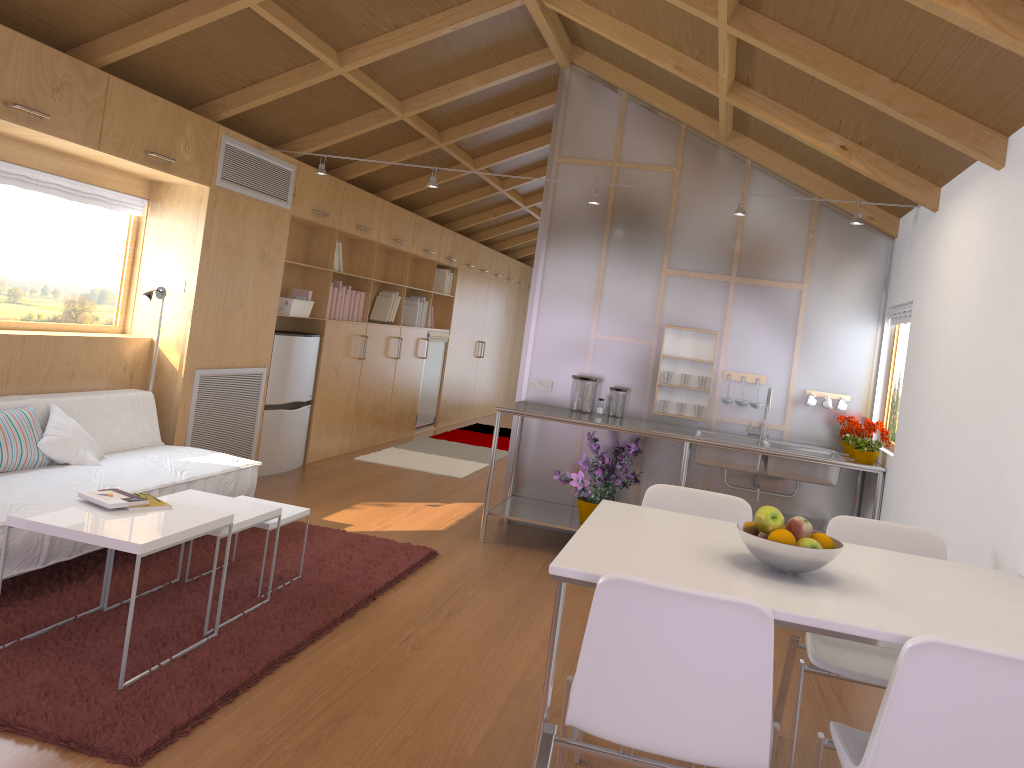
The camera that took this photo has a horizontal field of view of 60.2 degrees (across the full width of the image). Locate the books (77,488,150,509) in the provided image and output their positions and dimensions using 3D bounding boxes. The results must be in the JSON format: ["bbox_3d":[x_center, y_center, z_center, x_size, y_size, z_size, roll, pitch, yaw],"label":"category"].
[{"bbox_3d":[-1.385,0.396,3.070,0.194,0.016,0.152,10,4,33],"label":"books"}]

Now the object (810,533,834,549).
[{"bbox_3d":[0.759,0.401,2.180,0.067,0.066,0.068,7,2,-33],"label":"object"}]

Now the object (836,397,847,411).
[{"bbox_3d":[1.943,0.118,5.206,0.059,0.080,0.062,8,1,13],"label":"object"}]

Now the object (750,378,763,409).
[{"bbox_3d":[1.472,0.057,5.297,0.075,0.183,0.074,8,0,45],"label":"object"}]

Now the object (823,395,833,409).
[{"bbox_3d":[1.866,0.108,5.219,0.059,0.081,0.062,8,1,20],"label":"object"}]

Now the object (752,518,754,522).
[{"bbox_3d":[1.207,0.846,4.975,0.299,0.159,0.414,8,3,13],"label":"object"}]

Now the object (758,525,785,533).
[{"bbox_3d":[0.663,0.369,2.263,0.067,0.067,0.068,7,2,-11],"label":"object"}]

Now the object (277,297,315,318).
[{"bbox_3d":[-1.595,-0.554,6.371,0.203,0.122,0.349,8,3,13],"label":"object"}]

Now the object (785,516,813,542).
[{"bbox_3d":[0.706,0.359,2.178,0.061,0.067,0.063,7,2,-39],"label":"object"}]

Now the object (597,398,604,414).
[{"bbox_3d":[0.535,0.134,5.363,0.037,0.092,0.037,8,0,28],"label":"object"}]

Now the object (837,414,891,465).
[{"bbox_3d":[1.924,0.301,4.884,0.233,0.235,0.687,8,3,14],"label":"object"}]

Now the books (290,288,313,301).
[{"bbox_3d":[-1.564,-0.601,6.493,0.150,0.192,0.088,8,0,13],"label":"books"}]

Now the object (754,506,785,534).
[{"bbox_3d":[0.633,0.335,2.173,0.071,0.069,0.077,8,2,14],"label":"object"}]

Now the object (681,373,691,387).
[{"bbox_3d":[1.056,-0.022,5.400,0.061,0.077,0.061,7,1,-13],"label":"object"}]

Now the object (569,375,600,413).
[{"bbox_3d":[0.442,0.063,5.467,0.173,0.215,0.171,8,1,27],"label":"object"}]

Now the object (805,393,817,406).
[{"bbox_3d":[1.777,0.092,5.246,0.059,0.080,0.062,8,1,13],"label":"object"}]

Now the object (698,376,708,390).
[{"bbox_3d":[1.156,-0.007,5.376,0.061,0.077,0.061,7,1,-13],"label":"object"}]

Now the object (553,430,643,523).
[{"bbox_3d":[0.499,0.540,5.110,0.525,0.553,0.351,8,1,5],"label":"object"}]

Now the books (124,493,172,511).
[{"bbox_3d":[-1.321,0.417,3.125,0.194,0.016,0.152,11,5,43],"label":"books"}]

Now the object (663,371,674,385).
[{"bbox_3d":[0.956,-0.037,5.424,0.061,0.077,0.061,8,1,25],"label":"object"}]

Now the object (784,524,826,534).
[{"bbox_3d":[1.645,0.912,4.869,0.299,0.159,0.414,8,3,13],"label":"object"}]

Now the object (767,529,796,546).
[{"bbox_3d":[0.649,0.383,2.127,0.067,0.067,0.068,7,2,-11],"label":"object"}]

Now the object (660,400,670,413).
[{"bbox_3d":[0.932,0.138,5.422,0.061,0.077,0.061,8,1,25],"label":"object"}]

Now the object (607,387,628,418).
[{"bbox_3d":[0.646,0.114,5.437,0.113,0.177,0.112,8,1,34],"label":"object"}]

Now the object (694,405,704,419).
[{"bbox_3d":[1.132,0.169,5.374,0.061,0.077,0.061,7,1,-13],"label":"object"}]

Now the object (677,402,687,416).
[{"bbox_3d":[1.032,0.154,5.398,0.061,0.077,0.061,7,1,-13],"label":"object"}]

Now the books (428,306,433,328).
[{"bbox_3d":[-0.919,-0.743,9.242,0.176,0.297,0.279,8,1,13],"label":"books"}]

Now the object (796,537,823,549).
[{"bbox_3d":[0.713,0.405,2.127,0.071,0.069,0.077,8,2,14],"label":"object"}]

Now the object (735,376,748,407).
[{"bbox_3d":[1.389,0.044,5.317,0.075,0.183,0.074,8,0,45],"label":"object"}]

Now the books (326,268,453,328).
[{"bbox_3d":[-1.111,-0.889,8.298,0.189,0.657,3.105,8,3,13],"label":"books"}]

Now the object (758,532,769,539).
[{"bbox_3d":[0.648,0.398,2.198,0.080,0.089,0.078,7,1,-28],"label":"object"}]

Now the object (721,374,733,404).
[{"bbox_3d":[1.307,0.032,5.337,0.075,0.183,0.074,8,0,45],"label":"object"}]

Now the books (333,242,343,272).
[{"bbox_3d":[-1.425,-1.032,6.887,0.176,0.297,0.279,8,1,13],"label":"books"}]
